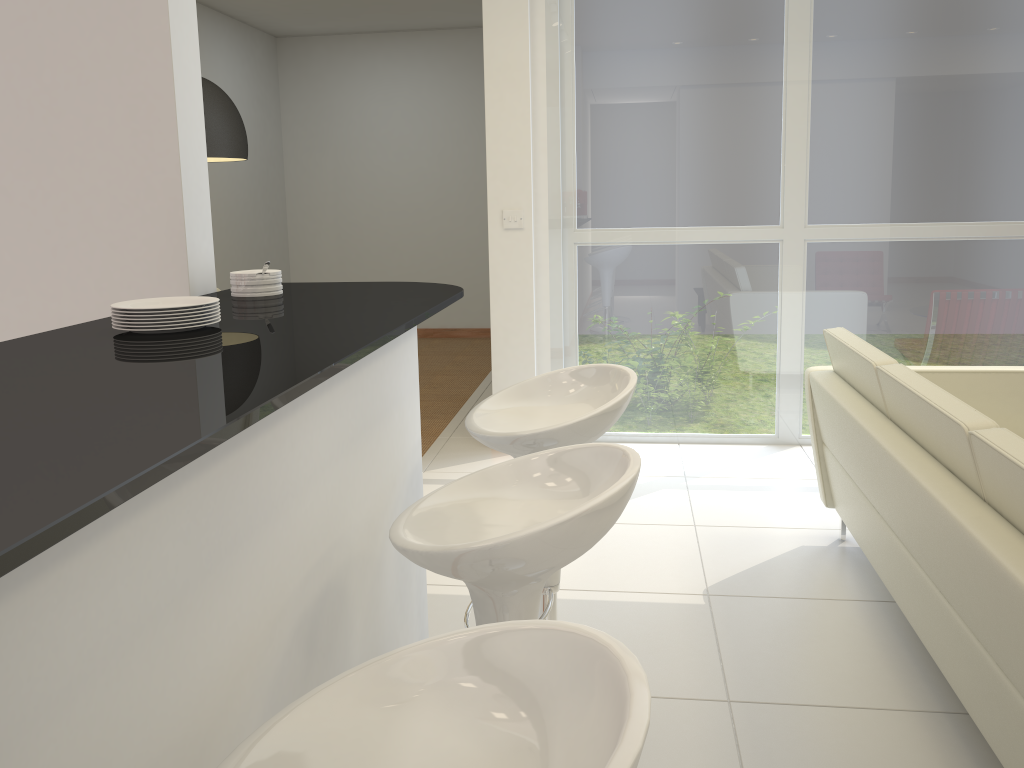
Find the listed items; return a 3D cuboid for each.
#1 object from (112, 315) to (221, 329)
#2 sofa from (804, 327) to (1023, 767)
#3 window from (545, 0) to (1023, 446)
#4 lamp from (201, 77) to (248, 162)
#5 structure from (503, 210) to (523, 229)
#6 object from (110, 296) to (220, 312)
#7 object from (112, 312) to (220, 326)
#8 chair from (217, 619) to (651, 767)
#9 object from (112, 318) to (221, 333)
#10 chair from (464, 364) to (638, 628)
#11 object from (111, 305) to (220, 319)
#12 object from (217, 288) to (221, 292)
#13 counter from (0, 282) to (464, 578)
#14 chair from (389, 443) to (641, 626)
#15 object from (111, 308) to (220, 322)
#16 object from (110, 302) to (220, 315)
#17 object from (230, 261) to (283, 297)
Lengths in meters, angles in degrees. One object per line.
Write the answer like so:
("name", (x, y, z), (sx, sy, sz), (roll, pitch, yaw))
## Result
("object", (-0.711, -0.127, 1.827), (0.211, 0.015, 0.211), (-10, 15, -37))
("sofa", (1.550, 0.464, 2.430), (1.000, 0.914, 2.591), (0, 12, 8))
("window", (1.918, -0.967, 4.938), (3.432, 2.691, 0.122), (0, 9, 8))
("lamp", (-1.747, -1.941, 4.673), (0.594, 1.480, 0.599), (0, 9, 10))
("structure", (0.006, -0.938, 5.038), (0.114, 0.103, 0.013), (0, 9, 8))
("object", (-0.711, -0.162, 1.822), (0.211, 0.015, 0.211), (-10, 15, -37))
("object", (-0.711, -0.134, 1.826), (0.211, 0.015, 0.211), (-10, 15, -37))
("chair", (-0.093, 0.780, 0.906), (0.465, 1.012, 0.461), (2, 10, 19))
("object", (-0.711, -0.121, 1.828), (0.211, 0.015, 0.211), (-10, 15, -37))
("chair", (0.096, 0.475, 2.342), (0.465, 1.012, 0.461), (-2, 9, -6))
("object", (-0.711, -0.148, 1.824), (0.211, 0.015, 0.211), (-10, 15, -37))
("object", (-1.709, -0.383, 4.903), (0.262, 0.277, 0.273), (8, 14, 42))
("counter", (-0.654, -0.005, 1.341), (0.735, 0.019, 2.994), (0, 12, 8))
("chair", (0.003, 0.627, 1.623), (0.465, 1.012, 0.461), (2, 10, 19))
("object", (-0.711, -0.141, 1.825), (0.211, 0.015, 0.211), (-10, 15, -37))
("object", (-0.711, -0.155, 1.823), (0.211, 0.015, 0.211), (-10, 15, -37))
("object", (-0.716, -0.296, 2.459), (0.140, 0.097, 0.175), (-1, 11, 1))
